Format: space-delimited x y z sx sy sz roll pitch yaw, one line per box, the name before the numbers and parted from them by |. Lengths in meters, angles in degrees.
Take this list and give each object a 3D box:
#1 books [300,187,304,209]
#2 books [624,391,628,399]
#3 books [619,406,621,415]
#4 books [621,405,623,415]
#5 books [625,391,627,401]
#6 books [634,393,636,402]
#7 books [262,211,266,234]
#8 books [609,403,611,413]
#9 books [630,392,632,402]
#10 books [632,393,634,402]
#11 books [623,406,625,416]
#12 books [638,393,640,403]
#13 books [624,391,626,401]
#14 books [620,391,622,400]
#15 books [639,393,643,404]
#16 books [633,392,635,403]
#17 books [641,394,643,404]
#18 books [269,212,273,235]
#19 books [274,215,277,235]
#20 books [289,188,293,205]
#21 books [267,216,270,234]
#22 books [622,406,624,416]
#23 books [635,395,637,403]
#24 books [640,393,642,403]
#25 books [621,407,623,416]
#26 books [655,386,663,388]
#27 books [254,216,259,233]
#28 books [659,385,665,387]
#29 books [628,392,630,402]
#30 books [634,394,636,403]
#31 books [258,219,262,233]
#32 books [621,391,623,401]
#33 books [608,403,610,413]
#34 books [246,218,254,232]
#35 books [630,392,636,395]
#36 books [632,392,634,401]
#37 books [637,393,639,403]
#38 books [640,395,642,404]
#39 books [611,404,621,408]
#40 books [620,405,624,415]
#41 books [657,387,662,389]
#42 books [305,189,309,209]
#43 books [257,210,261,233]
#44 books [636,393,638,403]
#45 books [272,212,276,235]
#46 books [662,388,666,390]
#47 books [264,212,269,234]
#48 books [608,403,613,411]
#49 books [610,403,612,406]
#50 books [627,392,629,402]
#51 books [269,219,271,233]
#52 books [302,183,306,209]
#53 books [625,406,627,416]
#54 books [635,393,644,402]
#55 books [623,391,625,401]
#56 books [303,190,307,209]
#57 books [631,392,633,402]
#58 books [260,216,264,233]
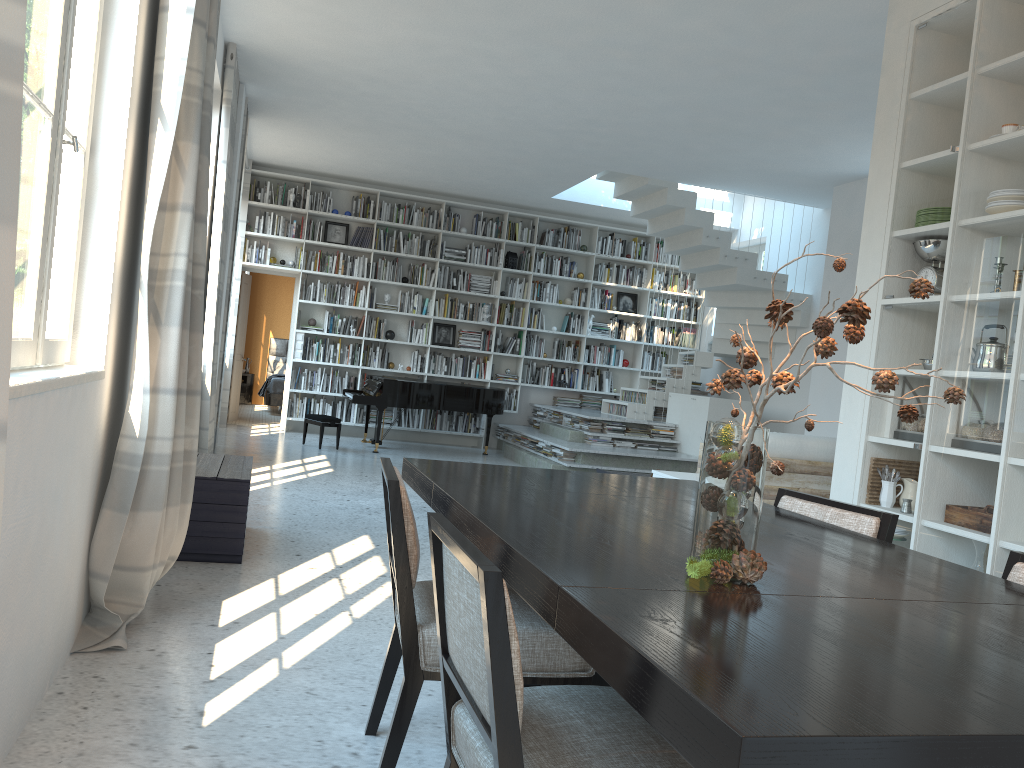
books | -2.610 -2.291 11.014 0.022 0.286 0.175 6 1 -16
books | 1.488 0.160 11.259 0.125 0.125 0.008 6 2 -16
books | 1.396 0.330 10.979 0.125 0.125 0.008 6 2 -16
books | 1.412 0.332 10.920 0.125 0.125 0.010 6 2 -16
books | 1.498 0.162 11.222 0.125 0.125 0.010 6 2 -16
books | 1.574 0.175 10.949 0.125 0.125 0.013 6 2 -16
books | -3.045 -1.965 10.896 0.023 0.282 0.186 6 1 -16
books | 1.306 0.315 11.301 0.125 0.125 0.007 6 2 -16
books | 1.542 0.169 11.065 0.125 0.125 0.010 6 2 -16
books | 1.560 0.172 11.003 0.125 0.125 0.008 6 2 -16
books | 1.429 0.335 10.859 0.125 0.125 0.011 6 2 -16
books | 1.607 0.180 10.832 0.125 0.125 0.008 6 2 -16
books | 1.490 0.161 11.252 0.125 0.125 0.008 6 2 -16
books | 1.456 0.155 11.376 0.125 0.125 0.008 6 2 -16
books | 1.616 0.181 10.799 0.125 0.125 0.007 6 2 -16
books | 1.567 0.173 10.974 0.125 0.125 0.008 6 2 -16
books | 1.632 0.184 10.741 0.125 0.125 0.008 6 2 -16
books | -2.963 -1.958 10.915 0.021 0.286 0.179 6 1 -16
books | -2.915 -1.944 10.941 0.013 0.269 0.162 6 1 -16
books | -2.741 -2.283 10.967 0.025 0.244 0.167 6 1 -16
books | -3.004 -1.939 10.932 0.024 0.239 0.155 6 1 -16
books | 1.420 0.334 10.890 0.125 0.125 0.008 6 2 -16
books | 1.585 0.177 10.910 0.125 0.125 0.016 6 2 -16
books | 1.624 0.183 10.771 0.125 0.125 0.008 6 2 -16
books | 1.414 0.333 10.913 0.125 0.125 0.010 6 2 -16
books | 1.937 0.048 11.144 0.184 0.014 0.225 6 1 -18
books | -3.136 -1.942 10.889 0.034 0.218 0.166 6 1 -16
books | 1.950 0.036 11.147 0.150 0.013 0.219 6 1 -10
books | 1.526 0.167 11.125 0.125 0.125 0.008 6 2 -16
books | 1.577 0.175 10.940 0.125 0.125 0.009 6 2 -16
books | -3.102 -1.926 10.914 0.024 0.192 0.138 6 1 -16
books | 1.464 0.156 11.346 0.125 0.125 0.007 6 2 -16
books | 1.297 0.313 11.333 0.125 0.125 0.008 6 2 -16
books | -3.215 -1.930 10.879 0.121 0.176 0.129 6 1 -16
books | 1.535 0.168 11.091 0.125 0.125 0.010 6 2 -16
books | 1.557 0.172 11.012 0.125 0.125 0.010 6 2 -16
books | 1.599 0.179 10.861 0.125 0.125 0.018 6 2 -16
books | 1.626 0.183 10.764 0.125 0.125 0.010 6 2 -16
books | 1.319 0.317 11.255 0.125 0.125 0.009 6 2 -16
books | 1.403 0.331 10.951 0.125 0.125 0.008 6 2 -16
books | 1.936 0.063 11.145 0.175 0.016 0.207 6 1 -21
books | -2.543 -2.266 10.997 0.024 0.252 0.234 6 1 -16
books | -3.110 -1.979 10.897 0.011 0.296 0.162 6 1 -16
books | 1.592 0.177 10.888 0.125 0.125 0.009 6 2 -16
books | -2.941 -1.959 10.941 0.037 0.292 0.155 6 1 -16
books | 1.923 0.065 10.857 0.171 0.019 0.240 6 1 9
books | -3.026 -1.966 10.925 0.028 0.288 0.132 6 2 -16
books | 1.295 0.313 11.341 0.125 0.125 0.007 6 2 -16
books | 1.308 0.315 11.294 0.125 0.125 0.007 6 2 -16
books | 1.518 0.165 11.153 0.125 0.125 0.008 6 2 -16
books | -2.986 -1.922 10.927 0.010 0.209 0.165 6 1 -16
books | -2.589 -2.314 11.013 0.014 0.338 0.167 6 2 -16
books | 1.445 0.338 10.801 0.125 0.125 0.007 6 2 -16
books | 1.582 0.176 10.921 0.125 0.125 0.009 6 2 -16
books | 1.482 0.159 11.281 0.125 0.125 0.007 6 2 -16
books | -2.577 -2.273 11.025 0.025 0.259 0.138 6 1 -16
books | 1.551 0.171 11.034 0.125 0.125 0.007 6 2 -16
books | -3.071 -1.940 10.895 0.023 0.228 0.171 6 1 -16
